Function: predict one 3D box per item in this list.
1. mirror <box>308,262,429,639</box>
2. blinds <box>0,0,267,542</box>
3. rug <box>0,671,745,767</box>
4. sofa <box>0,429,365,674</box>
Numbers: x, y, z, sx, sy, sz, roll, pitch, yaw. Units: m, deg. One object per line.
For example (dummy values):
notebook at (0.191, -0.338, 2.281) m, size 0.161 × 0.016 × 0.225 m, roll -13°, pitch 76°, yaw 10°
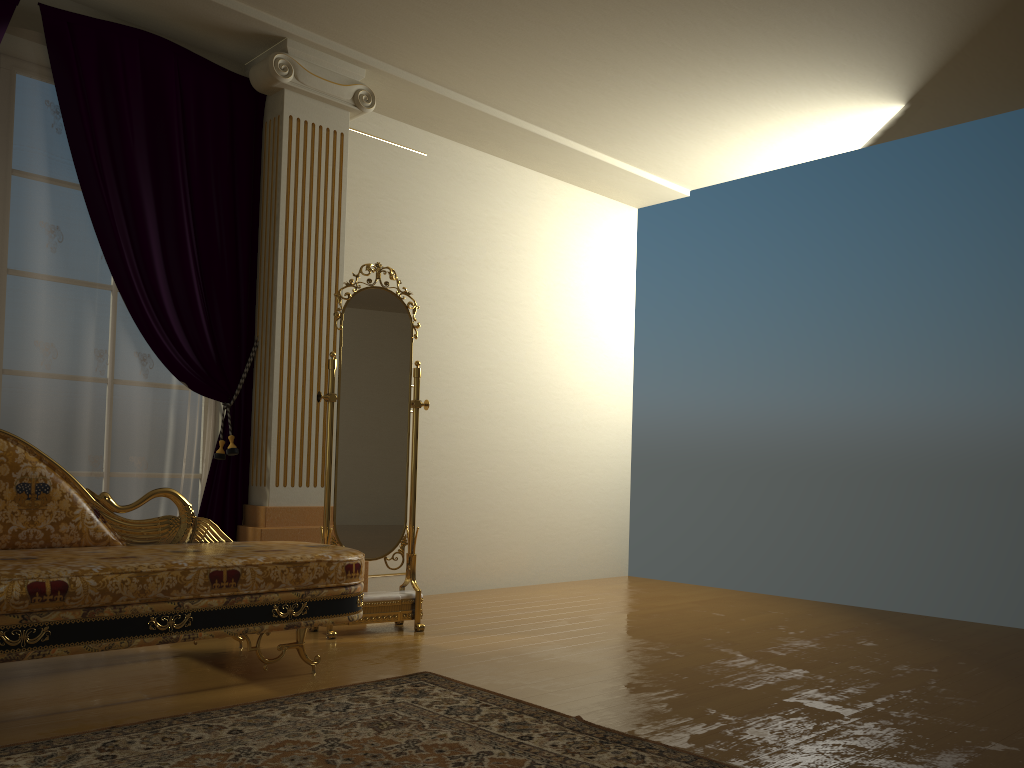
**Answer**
mirror at (-0.636, 0.283, 4.056) m, size 0.542 × 1.695 × 0.243 m, roll 3°, pitch -2°, yaw -34°
blinds at (-2.054, -0.275, 3.608) m, size 2.241 × 2.645 × 0.339 m, roll 5°, pitch -3°, yaw -43°
rug at (-0.004, 0.880, 1.411) m, size 2.123 × 0.017 × 3.082 m, roll 7°, pitch -8°, yaw -44°
sofa at (-1.360, 0.566, 2.937) m, size 1.899 × 0.868 × 0.694 m, roll 6°, pitch -6°, yaw -44°
